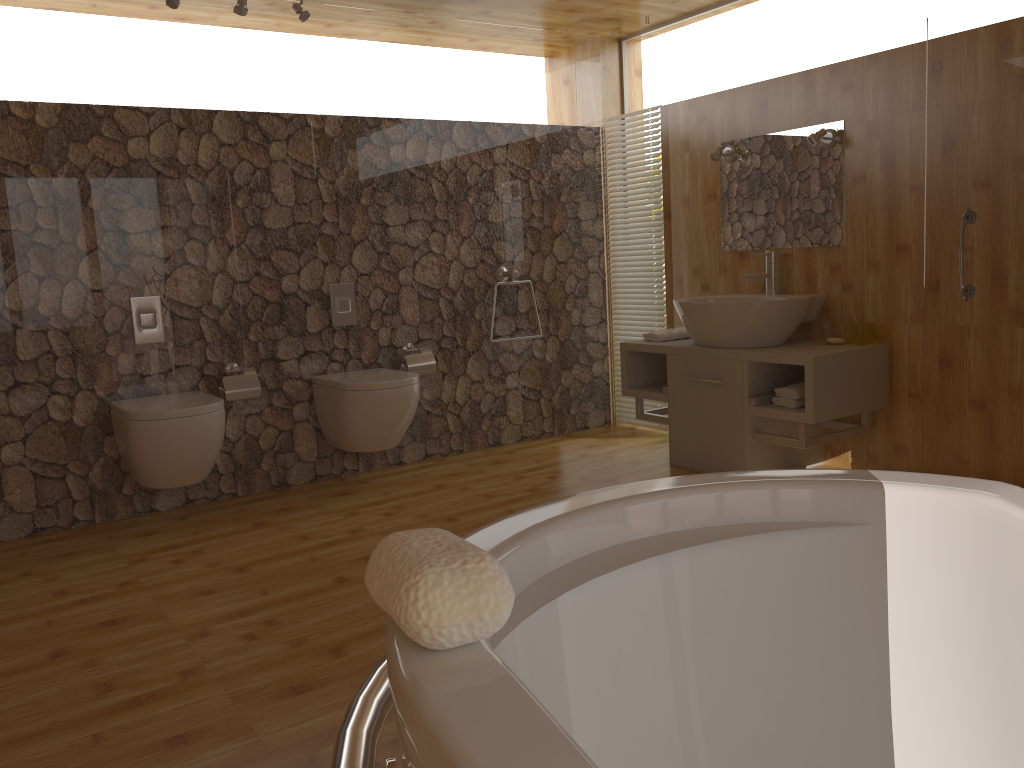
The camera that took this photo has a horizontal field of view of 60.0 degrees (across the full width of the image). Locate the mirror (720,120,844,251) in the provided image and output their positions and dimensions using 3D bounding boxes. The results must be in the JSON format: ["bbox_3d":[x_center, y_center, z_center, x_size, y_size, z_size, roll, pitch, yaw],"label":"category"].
[{"bbox_3d":[1.221,-0.885,4.067,0.005,0.523,0.698,-8,10,-33],"label":"mirror"}]

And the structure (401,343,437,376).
[{"bbox_3d":[-0.482,-0.122,4.373,0.170,0.151,0.154,-8,10,-33],"label":"structure"}]

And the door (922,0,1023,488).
[{"bbox_3d":[1.742,-0.563,2.659,0.983,2.147,0.077,-2,8,7],"label":"door"}]

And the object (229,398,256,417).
[{"bbox_3d":[-1.188,0.059,3.889,0.098,0.151,0.090,-8,10,-33],"label":"object"}]

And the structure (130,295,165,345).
[{"bbox_3d":[-1.534,-0.269,3.735,0.120,0.200,0.010,-8,10,-33],"label":"structure"}]

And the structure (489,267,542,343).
[{"bbox_3d":[-0.010,-0.425,4.672,0.332,0.387,0.133,-8,10,-33],"label":"structure"}]

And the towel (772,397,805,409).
[{"bbox_3d":[1.213,0.059,3.697,0.225,0.048,0.140,-7,9,-28],"label":"towel"}]

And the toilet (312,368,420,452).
[{"bbox_3d":[-0.639,0.130,4.078,0.371,0.337,0.507,-8,10,-33],"label":"toilet"}]

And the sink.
[{"bbox_3d":[1.027,-0.387,3.991,0.533,0.409,0.634,-8,10,-33],"label":"sink"}]

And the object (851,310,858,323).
[{"bbox_3d":[1.449,-0.247,3.715,0.063,0.132,0.012,-4,8,-4],"label":"object"}]

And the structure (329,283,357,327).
[{"bbox_3d":[-0.803,-0.378,4.215,0.120,0.200,0.010,-8,10,-33],"label":"structure"}]

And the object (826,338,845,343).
[{"bbox_3d":[1.387,-0.186,3.802,0.075,0.023,0.050,-3,8,2],"label":"object"}]

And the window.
[{"bbox_3d":[1.795,-0.690,3.519,0.010,2.164,3.964,-8,10,-33],"label":"window"}]

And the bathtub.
[{"bbox_3d":[0.574,0.465,0.483,0.977,0.900,1.946,-8,9,-30],"label":"bathtub"}]

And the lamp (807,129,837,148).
[{"bbox_3d":[1.311,-1.046,3.775,0.124,0.080,0.080,-8,10,-33],"label":"lamp"}]

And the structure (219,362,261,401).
[{"bbox_3d":[-1.211,-0.014,3.895,0.170,0.151,0.154,-8,10,-33],"label":"structure"}]

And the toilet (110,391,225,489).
[{"bbox_3d":[-1.370,0.238,3.598,0.371,0.337,0.507,-8,10,-33],"label":"toilet"}]

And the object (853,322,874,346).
[{"bbox_3d":[1.472,-0.211,3.714,0.060,0.093,0.060,-8,10,-33],"label":"object"}]

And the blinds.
[{"bbox_3d":[0.690,-0.838,4.907,0.042,2.178,0.420,-8,10,-33],"label":"blinds"}]

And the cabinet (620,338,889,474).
[{"bbox_3d":[1.058,0.097,4.065,0.517,0.570,1.136,-8,10,-33],"label":"cabinet"}]

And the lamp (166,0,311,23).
[{"bbox_3d":[-1.110,-1.578,3.609,0.694,0.155,0.082,-8,10,-32],"label":"lamp"}]

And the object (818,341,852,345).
[{"bbox_3d":[1.386,-0.177,3.802,0.100,0.010,0.100,-8,10,-33],"label":"object"}]

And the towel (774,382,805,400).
[{"bbox_3d":[1.223,0.022,3.690,0.225,0.048,0.140,-7,9,-28],"label":"towel"}]

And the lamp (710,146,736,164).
[{"bbox_3d":[1.000,-1.095,4.238,0.124,0.080,0.080,-8,10,-33],"label":"lamp"}]

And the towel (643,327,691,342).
[{"bbox_3d":[0.773,-0.244,4.365,0.225,0.048,0.140,-7,9,-28],"label":"towel"}]

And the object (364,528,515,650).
[{"bbox_3d":[-0.068,0.178,0.787,0.105,0.077,0.166,-7,9,-25],"label":"object"}]

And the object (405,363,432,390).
[{"bbox_3d":[-0.460,-0.049,4.368,0.098,0.151,0.090,-8,10,-33],"label":"object"}]
